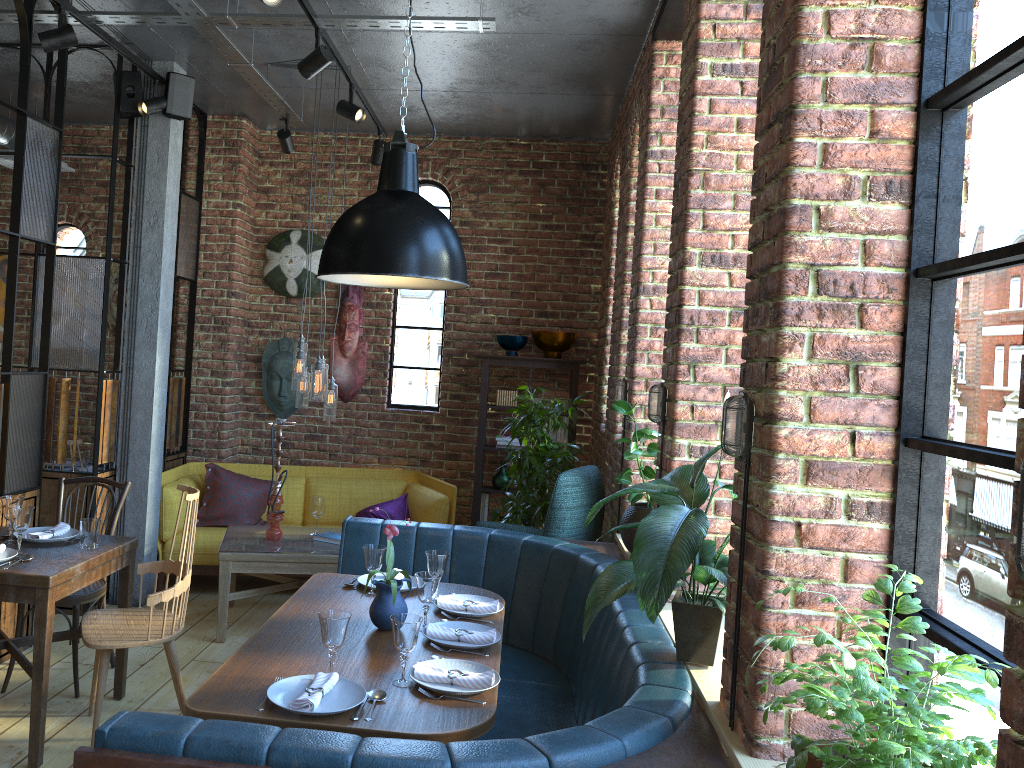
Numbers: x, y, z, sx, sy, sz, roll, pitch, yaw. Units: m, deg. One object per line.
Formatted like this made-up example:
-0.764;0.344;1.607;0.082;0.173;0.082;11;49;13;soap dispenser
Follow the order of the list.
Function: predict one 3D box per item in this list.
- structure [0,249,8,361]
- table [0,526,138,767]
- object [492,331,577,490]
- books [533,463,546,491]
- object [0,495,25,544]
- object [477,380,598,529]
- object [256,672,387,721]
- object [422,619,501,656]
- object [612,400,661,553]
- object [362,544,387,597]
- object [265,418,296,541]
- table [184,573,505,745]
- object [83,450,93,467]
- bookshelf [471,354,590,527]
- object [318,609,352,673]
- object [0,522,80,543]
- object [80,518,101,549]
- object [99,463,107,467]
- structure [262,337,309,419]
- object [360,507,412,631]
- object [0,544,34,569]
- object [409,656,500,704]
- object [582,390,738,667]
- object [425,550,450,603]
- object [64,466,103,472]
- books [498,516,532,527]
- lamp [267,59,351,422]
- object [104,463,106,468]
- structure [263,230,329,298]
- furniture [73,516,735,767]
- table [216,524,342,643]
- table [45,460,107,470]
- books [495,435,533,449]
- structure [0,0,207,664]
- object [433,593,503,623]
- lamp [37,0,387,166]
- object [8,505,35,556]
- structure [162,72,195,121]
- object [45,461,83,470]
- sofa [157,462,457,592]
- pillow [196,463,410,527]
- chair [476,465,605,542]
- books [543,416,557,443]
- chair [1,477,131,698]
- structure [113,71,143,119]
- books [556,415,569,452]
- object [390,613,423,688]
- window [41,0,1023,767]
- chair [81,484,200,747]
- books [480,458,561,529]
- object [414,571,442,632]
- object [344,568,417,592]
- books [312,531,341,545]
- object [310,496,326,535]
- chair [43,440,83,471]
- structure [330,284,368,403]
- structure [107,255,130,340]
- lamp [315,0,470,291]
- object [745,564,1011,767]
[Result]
-4.148;-0.522;7.016;0.234;1.120;0.092;3;0;5;structure
-2.092;1.041;3.659;0.757;0.727;0.745;3;1;4;table
0.112;0.496;6.374;0.609;1.761;0.327;3;0;-1;object
0.197;0.643;6.385;0.086;0.272;0.171;3;0;2;books
-2.129;0.577;3.747;0.095;0.192;0.101;3;0;-21;object
0.147;0.735;5.526;0.707;1.528;0.881;3;0;-18;object
-0.512;0.838;2.391;0.329;0.051;0.266;4;1;7;object
-0.171;0.845;3.011;0.273;0.051;0.321;4;1;6;object
0.615;0.410;3.736;0.401;0.663;0.492;4;1;27;object
-0.550;0.741;3.493;0.103;0.192;0.094;4;0;33;object
-1.365;0.557;5.105;0.168;0.704;0.262;3;0;-6;object
-0.467;1.184;3.009;0.829;0.661;1.529;3;1;2;table
-2.904;0.518;6.051;0.088;0.119;0.080;4;1;35;object
0.087;0.640;6.390;0.824;1.668;0.314;3;0;6;bookshelf
-0.519;0.763;2.554;0.103;0.192;0.094;4;0;33;object
-2.055;0.649;3.864;0.329;0.051;0.266;4;1;7;object
-1.786;0.633;3.728;0.083;0.119;0.085;3;0;-7;object
-2.835;0.553;6.262;0.329;0.051;0.266;4;1;7;object
-1.744;-0.041;6.742;0.371;0.639;0.102;3;0;7;structure
-0.420;0.639;3.086;0.141;0.431;0.210;3;0;21;object
-2.049;0.659;3.419;0.329;0.051;0.266;4;1;7;object
-0.168;0.853;2.610;0.273;0.051;0.321;4;1;6;object
0.513;0.379;2.489;0.612;0.751;0.728;3;1;2;object
-0.298;0.757;3.456;0.103;0.192;0.094;4;0;33;object
-2.793;0.565;5.797;0.329;0.051;0.266;4;1;7;object
0.045;1.028;6.373;0.306;0.088;0.242;4;1;6;books
-1.254;-0.852;5.281;0.524;2.119;0.277;3;0;29;lamp
-2.735;0.495;5.930;0.102;0.192;0.095;4;0;24;object
-1.647;-0.919;6.738;0.536;0.521;0.146;3;0;6;structure
-0.190;1.119;2.970;1.375;0.822;2.594;3;1;2;furniture
-1.242;1.168;5.210;0.920;0.508;0.763;3;1;-11;table
-2.875;0.945;6.032;0.757;0.727;0.745;3;1;4;table
0.014;0.426;6.399;0.271;0.080;0.177;3;1;5;books
-4.486;-0.388;3.136;5.921;3.326;5.960;3;1;-13;structure
-0.166;0.837;3.380;0.273;0.051;0.321;4;1;6;object
-3.992;-1.755;3.377;6.316;0.274;7.173;3;1;3;lamp
-1.976;0.590;3.540;0.094;0.192;0.103;3;0;-39;object
-2.006;-1.718;5.267;0.193;0.268;0.158;4;1;44;structure
-3.080;0.543;6.022;0.273;0.051;0.321;4;1;6;object
-1.456;1.006;6.183;1.961;0.763;0.804;3;1;-10;sofa
-1.459;0.805;6.220;1.480;0.453;0.404;3;1;-6;pillow
-0.059;0.952;4.773;1.074;1.097;0.775;4;1;28;chair
0.258;0.352;6.392;0.125;0.258;0.162;3;0;3;books
-2.107;0.931;4.192;0.405;0.915;0.522;3;0;-3;chair
-2.309;-1.737;5.303;0.178;0.268;0.171;3;0;-24;structure
0.361;0.359;6.371;0.080;0.258;0.176;3;0;2;books
-0.312;0.775;2.559;0.103;0.192;0.094;4;0;33;object
-0.086;-0.499;4.212;3.296;2.429;8.896;3;1;-32;window
-1.546;0.938;3.663;0.435;1.005;0.555;3;0;-25;chair
0.074;0.787;6.396;0.591;0.575;0.189;3;0;4;books
-0.299;0.764;3.089;0.103;0.192;0.094;4;0;33;object
-0.522;0.810;3.645;0.329;0.051;0.266;4;1;7;object
-1.020;0.913;5.198;0.284;0.028;0.154;4;1;28;books
-1.181;0.800;5.351;0.095;0.228;0.086;4;0;42;object
-2.806;0.826;5.461;0.528;1.005;0.457;3;0;-10;chair
-1.238;-0.422;6.743;0.216;1.146;0.237;3;0;-41;structure
-2.944;-0.666;6.885;0.594;0.726;0.126;3;0;6;structure
-0.369;-1.008;3.021;0.547;1.326;0.511;3;0;21;lamp
0.585;0.551;1.354;0.436;0.482;0.444;4;1;25;object
